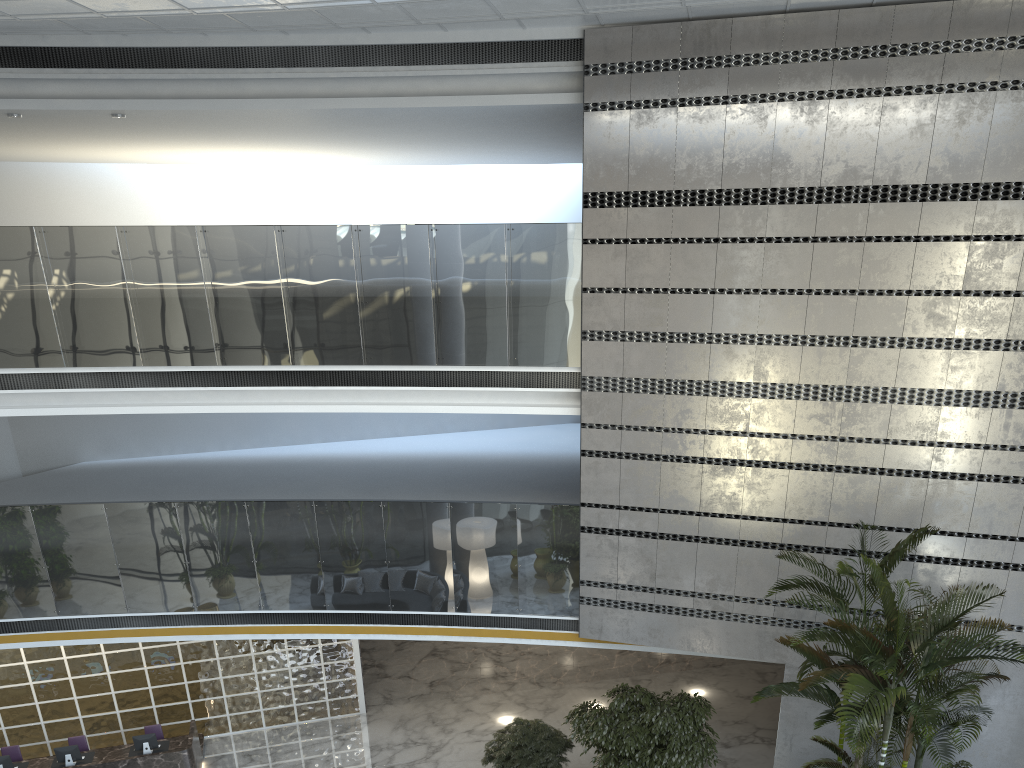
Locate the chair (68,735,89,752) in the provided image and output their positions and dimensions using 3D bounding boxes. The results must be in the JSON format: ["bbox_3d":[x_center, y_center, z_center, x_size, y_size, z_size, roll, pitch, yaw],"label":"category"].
[{"bbox_3d":[-6.049,5.254,11.977,0.258,0.643,0.312,-7,20,-16],"label":"chair"}]

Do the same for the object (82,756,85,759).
[{"bbox_3d":[-5.978,5.118,11.686,0.265,0.011,0.066,-3,10,-16],"label":"object"}]

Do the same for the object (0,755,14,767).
[{"bbox_3d":[-6.743,5.031,11.281,0.292,0.323,0.103,-5,21,-15],"label":"object"}]

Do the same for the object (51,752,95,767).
[{"bbox_3d":[-5.967,5.135,11.630,0.513,0.005,0.380,-3,9,-16],"label":"object"}]

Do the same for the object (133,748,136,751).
[{"bbox_3d":[-5.243,5.076,11.903,0.036,0.018,0.059,-4,11,-15],"label":"object"}]

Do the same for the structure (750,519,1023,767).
[{"bbox_3d":[3.574,3.712,8.658,2.353,5.106,2.389,9,21,26],"label":"structure"}]

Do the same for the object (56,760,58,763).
[{"bbox_3d":[-6.170,5.123,11.633,0.036,0.018,0.059,-4,11,-15],"label":"object"}]

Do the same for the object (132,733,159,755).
[{"bbox_3d":[-5.034,4.945,11.778,0.292,0.323,0.103,-5,21,-15],"label":"object"}]

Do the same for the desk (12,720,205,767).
[{"bbox_3d":[-6.124,5.357,12.163,3.171,0.778,1.457,-3,12,-16],"label":"desk"}]

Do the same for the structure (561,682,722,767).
[{"bbox_3d":[1.677,4.806,11.006,1.612,2.167,1.875,-14,21,-37],"label":"structure"}]

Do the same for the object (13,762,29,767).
[{"bbox_3d":[-6.749,5.174,11.403,0.513,0.005,0.380,-3,9,-16],"label":"object"}]

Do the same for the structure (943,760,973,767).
[{"bbox_3d":[4.402,5.026,8.390,1.849,2.518,1.711,1,18,5],"label":"structure"}]

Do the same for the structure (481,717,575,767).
[{"bbox_3d":[0.254,5.088,11.503,1.113,1.458,1.155,10,20,32],"label":"structure"}]

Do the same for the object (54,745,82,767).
[{"bbox_3d":[-5.961,4.992,11.509,0.292,0.323,0.103,-5,21,-15],"label":"object"}]

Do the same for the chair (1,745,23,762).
[{"bbox_3d":[-6.848,5.295,11.745,0.258,0.643,0.312,-7,20,-16],"label":"chair"}]

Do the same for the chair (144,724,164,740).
[{"bbox_3d":[-5.101,5.207,12.253,0.258,0.643,0.312,-7,20,-16],"label":"chair"}]

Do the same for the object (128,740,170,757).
[{"bbox_3d":[-5.040,5.088,11.900,0.513,0.005,0.380,-3,9,-16],"label":"object"}]
